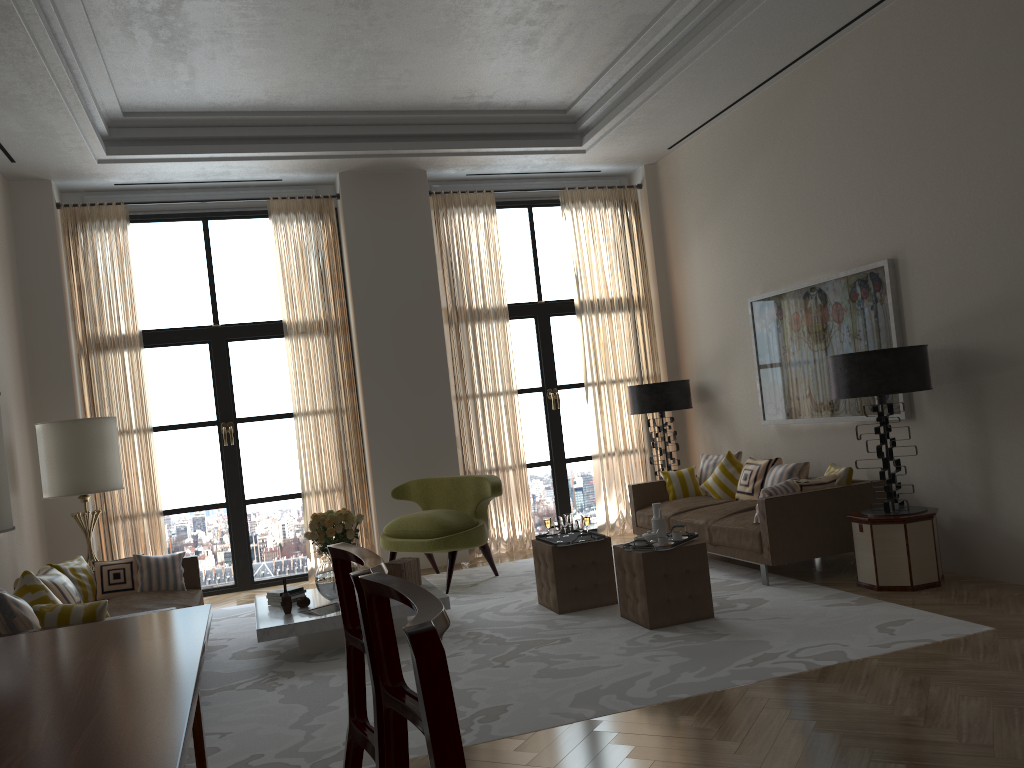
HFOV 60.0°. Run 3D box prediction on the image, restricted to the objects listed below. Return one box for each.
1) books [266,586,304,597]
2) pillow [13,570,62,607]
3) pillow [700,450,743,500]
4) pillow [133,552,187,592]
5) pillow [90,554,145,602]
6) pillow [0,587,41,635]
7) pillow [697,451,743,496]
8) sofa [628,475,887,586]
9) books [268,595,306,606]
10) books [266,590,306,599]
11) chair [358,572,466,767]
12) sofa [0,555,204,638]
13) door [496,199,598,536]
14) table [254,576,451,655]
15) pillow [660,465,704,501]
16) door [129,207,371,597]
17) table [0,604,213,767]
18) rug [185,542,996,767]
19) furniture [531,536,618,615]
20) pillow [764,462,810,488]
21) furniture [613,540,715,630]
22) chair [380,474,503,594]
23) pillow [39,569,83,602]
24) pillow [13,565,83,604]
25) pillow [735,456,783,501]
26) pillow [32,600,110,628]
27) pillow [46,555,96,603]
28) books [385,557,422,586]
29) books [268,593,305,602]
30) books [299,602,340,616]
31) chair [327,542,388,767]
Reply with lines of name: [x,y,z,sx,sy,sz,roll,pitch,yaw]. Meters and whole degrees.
books: [-2.063,1.886,8.065,0.207,0.030,0.259,-8,-3,40]
pillow: [-3.281,1.591,6.167,0.768,0.617,0.355,-7,-1,27]
pillow: [2.537,1.089,10.364,0.768,0.617,0.355,-7,-1,27]
pillow: [-3.219,1.749,8.137,0.497,0.428,0.327,-6,-1,-29]
pillow: [-3.577,1.790,8.065,0.464,0.412,0.304,-6,-1,-19]
pillow: [-3.238,1.589,5.764,0.355,0.576,0.625,-6,-1,-38]
pillow: [2.498,1.124,10.767,0.355,0.576,0.625,-6,-1,-38]
sofa: [2.513,1.477,9.610,1.350,0.819,2.983,-6,-2,-17]
books: [-2.050,1.967,8.073,0.208,0.035,0.280,-8,-2,40]
books: [-2.057,1.913,8.075,0.230,0.024,0.280,-8,-2,38]
chair: [-0.479,1.187,1.609,0.877,1.505,0.657,-6,-1,-17]
sofa: [-3.167,2.015,6.916,1.350,0.819,2.983,-6,-2,-17]
door: [0.520,-0.194,12.322,3.083,4.766,0.240,-6,0,-17]
table: [-1.482,2.099,8.009,1.582,0.343,1.502,-6,-2,-17]
pillow: [2.085,1.233,10.794,0.482,0.433,0.318,-6,-1,-7]
door: [-3.564,0.216,11.068,3.255,4.766,0.240,-6,0,-17]
table: [-1.809,1.615,2.524,1.798,1.027,3.805,-6,-2,-17]
rug: [-0.150,2.088,7.986,5.513,0.065,5.739,-6,-2,-17]
furniture: [0.574,1.740,8.233,0.613,0.616,0.614,-6,-1,-17]
pillow: [2.903,1.122,9.480,0.370,0.565,0.660,-6,-1,-22]
furniture: [1.249,1.635,7.363,0.613,0.616,0.614,-6,-1,-17]
chair: [-0.883,1.699,10.071,1.793,1.213,1.028,-8,-2,40]
pillow: [-3.624,1.763,7.049,0.370,0.565,0.660,-6,-1,-22]
pillow: [-3.464,1.669,6.703,0.403,0.547,0.618,-6,-1,-14]
pillow: [2.729,1.089,9.827,0.403,0.547,0.618,-6,-1,-14]
pillow: [-2.812,1.603,5.736,0.482,0.433,0.318,-6,-1,-7]
pillow: [-3.872,1.784,7.883,0.296,0.475,0.515,-6,-1,4]
books: [-1.002,1.747,8.161,0.211,0.264,0.281,-7,-1,33]
books: [-2.053,1.937,8.062,0.207,0.024,0.262,-8,-2,36]
books: [-1.605,1.906,7.537,0.280,0.038,0.384,-4,-3,-44]
chair: [-0.677,1.230,2.224,0.877,1.505,0.657,-6,-1,-17]
